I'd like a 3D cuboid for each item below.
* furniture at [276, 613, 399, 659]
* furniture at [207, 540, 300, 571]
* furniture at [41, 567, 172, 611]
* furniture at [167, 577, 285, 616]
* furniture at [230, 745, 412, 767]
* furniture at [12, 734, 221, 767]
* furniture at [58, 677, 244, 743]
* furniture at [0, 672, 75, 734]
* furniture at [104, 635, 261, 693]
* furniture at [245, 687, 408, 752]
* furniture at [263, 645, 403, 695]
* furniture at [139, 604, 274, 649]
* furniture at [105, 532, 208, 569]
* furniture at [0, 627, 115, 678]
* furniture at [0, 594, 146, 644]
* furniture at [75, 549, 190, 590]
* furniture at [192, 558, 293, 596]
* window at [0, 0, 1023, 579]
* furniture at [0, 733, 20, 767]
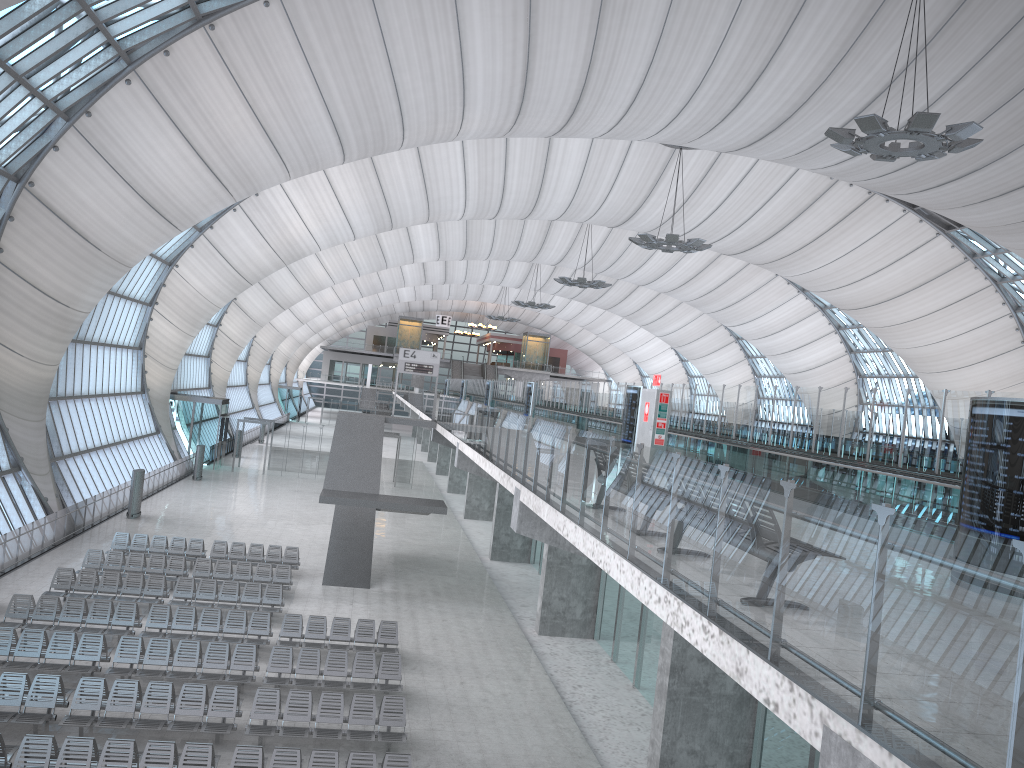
[{"bbox_3d":[-3.903,5.743,20.065,2.705,0.913,1.572,7,-1,-9],"label":"furniture"},{"bbox_3d":[-7.882,5.357,27.193,2.705,0.913,1.572,7,-1,-9],"label":"furniture"},{"bbox_3d":[-9.902,5.073,21.823,2.705,0.913,1.572,7,-1,-9],"label":"furniture"},{"bbox_3d":[-7.109,5.397,22.263,2.705,0.913,1.572,7,-1,-9],"label":"furniture"},{"bbox_3d":[-2.788,5.801,12.948,2.705,0.913,1.572,7,-1,-9],"label":"furniture"},{"bbox_3d":[-5.581,5.477,12.508,2.705,0.913,1.572,7,-1,-9],"label":"furniture"},{"bbox_3d":[-5.952,5.457,14.880,2.705,0.913,1.572,7,-1,-9],"label":"furniture"},{"bbox_3d":[-8.745,5.133,14.440,2.705,0.913,1.572,7,-1,-9],"label":"furniture"},{"bbox_3d":[-6.324,5.438,17.252,2.705,0.913,1.572,7,-1,-9],"label":"furniture"},{"bbox_3d":[-3.160,5.782,15.320,2.705,0.913,1.572,7,-1,-9],"label":"furniture"},{"bbox_3d":[-3.532,5.762,17.693,2.705,0.913,1.572,7,-1,-9],"label":"furniture"},{"bbox_3d":[-6.696,5.419,19.625,2.705,0.913,1.572,7,-1,-9],"label":"furniture"},{"bbox_3d":[-10.674,5.033,26.753,2.705,0.913,1.572,7,-1,-9],"label":"furniture"},{"bbox_3d":[-9.117,5.114,16.812,2.705,0.913,1.572,7,-1,-9],"label":"furniture"},{"bbox_3d":[-9.488,5.094,19.184,2.705,0.913,1.572,7,-1,-9],"label":"furniture"},{"bbox_3d":[-10.266,5.054,24.144,2.705,0.913,1.572,7,-1,-9],"label":"furniture"},{"bbox_3d":[-7.473,5.378,24.584,2.705,0.913,1.572,7,-1,-9],"label":"furniture"},{"bbox_3d":[1.410,-2.544,79.305,50.537,20.004,167.818,7,-1,-9],"label":"window"},{"bbox_3d":[-8.373,5.152,12.068,2.705,0.913,1.572,7,-1,-9],"label":"furniture"}]
